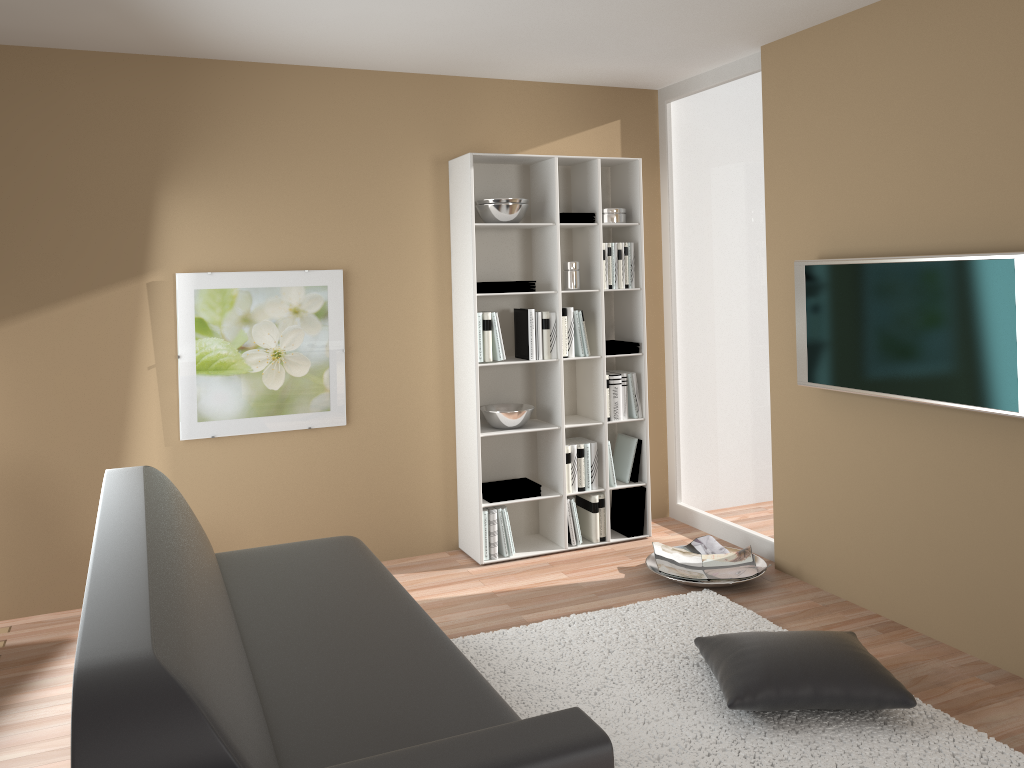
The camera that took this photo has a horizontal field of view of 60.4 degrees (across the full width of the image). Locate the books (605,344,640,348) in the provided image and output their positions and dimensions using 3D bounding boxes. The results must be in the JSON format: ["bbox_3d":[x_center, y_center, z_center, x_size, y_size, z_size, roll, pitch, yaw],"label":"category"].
[{"bbox_3d":[0.568,-0.228,5.070,0.211,0.008,0.299,-5,8,-23],"label":"books"}]

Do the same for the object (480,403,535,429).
[{"bbox_3d":[-0.025,0.181,4.807,0.299,0.106,0.301,2,7,32],"label":"object"}]

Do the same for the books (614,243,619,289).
[{"bbox_3d":[0.548,-0.672,5.021,0.020,0.258,0.208,-2,3,-23],"label":"books"}]

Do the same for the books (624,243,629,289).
[{"bbox_3d":[0.607,-0.676,5.045,0.020,0.258,0.208,-2,3,-23],"label":"books"}]

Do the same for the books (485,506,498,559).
[{"bbox_3d":[-0.130,0.777,4.705,0.040,0.258,0.208,-2,3,-23],"label":"books"}]

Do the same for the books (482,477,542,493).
[{"bbox_3d":[-0.018,0.548,4.784,0.298,0.006,0.211,-5,8,-23],"label":"books"}]

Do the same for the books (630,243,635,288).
[{"bbox_3d":[0.646,-0.679,5.063,0.020,0.258,0.208,-2,3,-23],"label":"books"}]

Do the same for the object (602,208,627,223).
[{"bbox_3d":[0.562,-0.959,5.054,0.191,0.090,0.193,0,6,19],"label":"object"}]

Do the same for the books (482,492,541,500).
[{"bbox_3d":[-0.023,0.586,4.781,0.298,0.007,0.211,-5,8,-25],"label":"books"}]

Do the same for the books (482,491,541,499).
[{"bbox_3d":[-0.020,0.581,4.783,0.298,0.006,0.211,-5,8,-23],"label":"books"}]

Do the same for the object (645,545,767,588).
[{"bbox_3d":[0.954,0.913,4.338,0.586,0.063,0.588,5,9,41],"label":"object"}]

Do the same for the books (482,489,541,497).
[{"bbox_3d":[-0.021,0.570,4.781,0.298,0.006,0.211,-4,8,-22],"label":"books"}]

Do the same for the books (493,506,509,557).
[{"bbox_3d":[-0.085,0.772,4.727,0.060,0.259,0.208,-2,3,-23],"label":"books"}]

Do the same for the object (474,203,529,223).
[{"bbox_3d":[-0.054,-0.921,4.808,0.299,0.106,0.301,2,7,32],"label":"object"}]

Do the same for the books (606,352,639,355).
[{"bbox_3d":[0.564,-0.184,5.070,0.211,0.007,0.299,-5,8,-23],"label":"books"}]

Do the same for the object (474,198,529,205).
[{"bbox_3d":[-0.055,-0.948,4.808,0.299,0.106,0.301,2,7,32],"label":"object"}]

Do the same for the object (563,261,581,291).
[{"bbox_3d":[0.334,-0.603,4.912,0.093,0.161,0.094,-2,2,-9],"label":"object"}]

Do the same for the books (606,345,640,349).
[{"bbox_3d":[0.568,-0.222,5.070,0.211,0.008,0.299,-5,8,-23],"label":"books"}]

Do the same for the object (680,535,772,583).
[{"bbox_3d":[0.993,0.889,4.386,0.343,0.096,0.501,-4,7,-23],"label":"object"}]

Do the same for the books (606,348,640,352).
[{"bbox_3d":[0.566,-0.205,5.068,0.211,0.006,0.299,-5,8,-23],"label":"books"}]

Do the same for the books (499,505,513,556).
[{"bbox_3d":[-0.059,0.772,4.733,0.058,0.257,0.208,-2,3,-23],"label":"books"}]

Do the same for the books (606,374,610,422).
[{"bbox_3d":[0.488,0.070,4.987,0.040,0.258,0.208,-2,3,-23],"label":"books"}]

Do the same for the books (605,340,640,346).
[{"bbox_3d":[0.566,-0.238,5.066,0.211,0.006,0.299,-5,8,-23],"label":"books"}]

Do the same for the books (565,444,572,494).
[{"bbox_3d":[0.268,0.457,4.881,0.040,0.258,0.208,-2,3,-23],"label":"books"}]

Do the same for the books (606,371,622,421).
[{"bbox_3d":[0.547,0.066,5.008,0.076,0.258,0.208,-2,3,-23],"label":"books"}]

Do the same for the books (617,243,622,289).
[{"bbox_3d":[0.570,-0.673,5.024,0.020,0.258,0.208,-2,3,-23],"label":"books"}]

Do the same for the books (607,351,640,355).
[{"bbox_3d":[0.566,-0.189,5.070,0.211,0.006,0.299,-5,8,-23],"label":"books"}]

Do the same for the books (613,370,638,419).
[{"bbox_3d":[0.647,0.057,5.061,0.060,0.259,0.208,-2,3,-23],"label":"books"}]

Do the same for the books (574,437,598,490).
[{"bbox_3d":[0.419,0.444,4.952,0.040,0.258,0.208,-2,3,-23],"label":"books"}]

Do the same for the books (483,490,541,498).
[{"bbox_3d":[-0.020,0.575,4.783,0.298,0.006,0.211,-5,8,-23],"label":"books"}]

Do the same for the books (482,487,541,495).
[{"bbox_3d":[-0.022,0.559,4.785,0.298,0.008,0.211,-5,8,-23],"label":"books"}]

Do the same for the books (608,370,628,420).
[{"bbox_3d":[0.598,0.060,5.045,0.040,0.258,0.208,-2,3,-23],"label":"books"}]

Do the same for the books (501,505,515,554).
[{"bbox_3d":[-0.050,0.767,4.755,0.058,0.257,0.208,-2,3,-23],"label":"books"}]

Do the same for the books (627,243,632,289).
[{"bbox_3d":[0.626,-0.678,5.054,0.020,0.258,0.208,-2,3,-23],"label":"books"}]

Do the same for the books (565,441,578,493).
[{"bbox_3d":[0.304,0.453,4.904,0.040,0.258,0.208,-2,3,-23],"label":"books"}]

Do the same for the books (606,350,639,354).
[{"bbox_3d":[0.565,-0.194,5.069,0.211,0.006,0.299,-5,8,-23],"label":"books"}]

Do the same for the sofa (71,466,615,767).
[{"bbox_3d":[-0.653,0.793,2.477,0.953,0.832,2.268,-3,6,-23],"label":"sofa"}]

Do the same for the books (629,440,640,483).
[{"bbox_3d":[0.670,0.429,5.088,0.043,0.238,0.211,-2,3,-23],"label":"books"}]

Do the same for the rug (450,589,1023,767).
[{"bbox_3d":[0.660,1.118,2.874,1.452,0.045,2.034,-5,8,-23],"label":"rug"}]

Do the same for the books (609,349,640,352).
[{"bbox_3d":[0.565,-0.200,5.071,0.211,0.007,0.298,-5,8,-25],"label":"books"}]

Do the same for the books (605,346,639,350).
[{"bbox_3d":[0.563,-0.217,5.069,0.210,0.006,0.299,-4,8,-22],"label":"books"}]

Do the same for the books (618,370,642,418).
[{"bbox_3d":[0.671,0.055,5.071,0.060,0.259,0.208,-2,3,-23],"label":"books"}]

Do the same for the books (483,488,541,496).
[{"bbox_3d":[-0.022,0.564,4.785,0.298,0.008,0.211,-5,8,-23],"label":"books"}]

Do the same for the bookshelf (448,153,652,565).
[{"bbox_3d":[0.219,-0.186,4.925,1.040,2.139,0.333,-2,0,-23],"label":"bookshelf"}]

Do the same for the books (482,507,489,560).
[{"bbox_3d":[-0.176,0.780,4.692,0.040,0.258,0.208,-2,3,-23],"label":"books"}]

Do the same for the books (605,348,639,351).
[{"bbox_3d":[0.566,-0.211,5.068,0.211,0.006,0.299,-5,8,-23],"label":"books"}]

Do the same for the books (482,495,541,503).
[{"bbox_3d":[-0.021,0.603,4.781,0.298,0.007,0.211,-5,8,-23],"label":"books"}]

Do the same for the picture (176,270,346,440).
[{"bbox_3d":[-1.251,-0.161,4.443,0.817,0.815,0.019,-3,1,-23],"label":"picture"}]

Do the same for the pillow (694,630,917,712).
[{"bbox_3d":[0.985,0.988,3.056,0.609,0.209,0.586,-1,6,2],"label":"pillow"}]

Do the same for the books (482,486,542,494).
[{"bbox_3d":[-0.018,0.553,4.782,0.298,0.007,0.211,-5,8,-23],"label":"books"}]

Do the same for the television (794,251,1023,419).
[{"bbox_3d":[1.564,-0.223,3.531,0.054,0.576,1.179,-2,5,-23],"label":"television"}]

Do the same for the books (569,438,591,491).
[{"bbox_3d":[0.380,0.447,4.935,0.040,0.258,0.208,-2,3,-23],"label":"books"}]

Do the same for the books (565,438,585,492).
[{"bbox_3d":[0.343,0.450,4.918,0.040,0.258,0.208,-2,3,-23],"label":"books"}]

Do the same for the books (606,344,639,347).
[{"bbox_3d":[0.565,-0.233,5.066,0.211,0.007,0.299,-5,8,-23],"label":"books"}]

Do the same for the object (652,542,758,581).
[{"bbox_3d":[0.953,0.882,4.353,0.498,0.096,0.345,-1,7,7],"label":"object"}]

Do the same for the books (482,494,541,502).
[{"bbox_3d":[-0.020,0.598,4.782,0.298,0.006,0.211,-5,8,-23],"label":"books"}]

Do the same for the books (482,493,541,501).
[{"bbox_3d":[-0.020,0.592,4.782,0.298,0.006,0.211,-5,8,-23],"label":"books"}]

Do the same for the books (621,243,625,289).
[{"bbox_3d":[0.586,-0.675,5.039,0.020,0.258,0.208,-2,2,-23],"label":"books"}]
